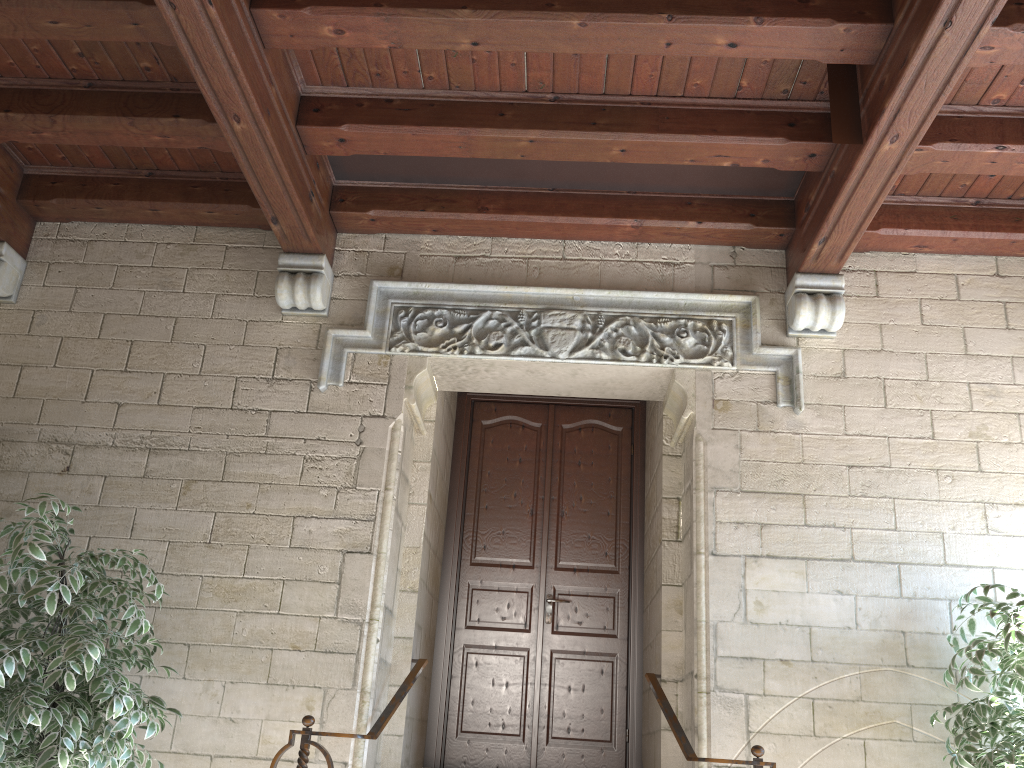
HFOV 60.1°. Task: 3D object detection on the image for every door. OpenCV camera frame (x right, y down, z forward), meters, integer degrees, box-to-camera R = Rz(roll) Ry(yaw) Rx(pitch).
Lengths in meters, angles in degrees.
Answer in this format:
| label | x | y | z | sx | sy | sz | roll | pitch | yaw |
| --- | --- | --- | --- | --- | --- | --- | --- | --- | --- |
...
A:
| label | x | y | z | sx | sy | sz | roll | pitch | yaw |
| --- | --- | --- | --- | --- | --- | --- | --- | --- | --- |
| door | 0.177 | 1.025 | 4.861 | 1.136 | 2.088 | 0.230 | 3 | -21 | 3 |

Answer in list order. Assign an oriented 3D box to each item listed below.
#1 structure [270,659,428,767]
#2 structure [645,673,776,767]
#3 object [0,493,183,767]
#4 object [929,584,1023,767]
| label | x | y | z | sx | sy | sz | roll | pitch | yaw |
| --- | --- | --- | --- | --- | --- | --- | --- | --- | --- |
| structure | -0.651 | 1.635 | 3.336 | 0.476 | 1.242 | 0.902 | 3 | -21 | 3 |
| structure | 0.755 | 1.700 | 3.262 | 0.473 | 1.242 | 0.902 | 3 | -21 | 3 |
| object | -1.544 | 1.195 | 2.881 | 0.754 | 1.593 | 0.796 | -10 | -25 | 32 |
| object | 1.803 | 1.429 | 2.896 | 0.751 | 1.593 | 0.799 | 4 | -21 | 0 |
